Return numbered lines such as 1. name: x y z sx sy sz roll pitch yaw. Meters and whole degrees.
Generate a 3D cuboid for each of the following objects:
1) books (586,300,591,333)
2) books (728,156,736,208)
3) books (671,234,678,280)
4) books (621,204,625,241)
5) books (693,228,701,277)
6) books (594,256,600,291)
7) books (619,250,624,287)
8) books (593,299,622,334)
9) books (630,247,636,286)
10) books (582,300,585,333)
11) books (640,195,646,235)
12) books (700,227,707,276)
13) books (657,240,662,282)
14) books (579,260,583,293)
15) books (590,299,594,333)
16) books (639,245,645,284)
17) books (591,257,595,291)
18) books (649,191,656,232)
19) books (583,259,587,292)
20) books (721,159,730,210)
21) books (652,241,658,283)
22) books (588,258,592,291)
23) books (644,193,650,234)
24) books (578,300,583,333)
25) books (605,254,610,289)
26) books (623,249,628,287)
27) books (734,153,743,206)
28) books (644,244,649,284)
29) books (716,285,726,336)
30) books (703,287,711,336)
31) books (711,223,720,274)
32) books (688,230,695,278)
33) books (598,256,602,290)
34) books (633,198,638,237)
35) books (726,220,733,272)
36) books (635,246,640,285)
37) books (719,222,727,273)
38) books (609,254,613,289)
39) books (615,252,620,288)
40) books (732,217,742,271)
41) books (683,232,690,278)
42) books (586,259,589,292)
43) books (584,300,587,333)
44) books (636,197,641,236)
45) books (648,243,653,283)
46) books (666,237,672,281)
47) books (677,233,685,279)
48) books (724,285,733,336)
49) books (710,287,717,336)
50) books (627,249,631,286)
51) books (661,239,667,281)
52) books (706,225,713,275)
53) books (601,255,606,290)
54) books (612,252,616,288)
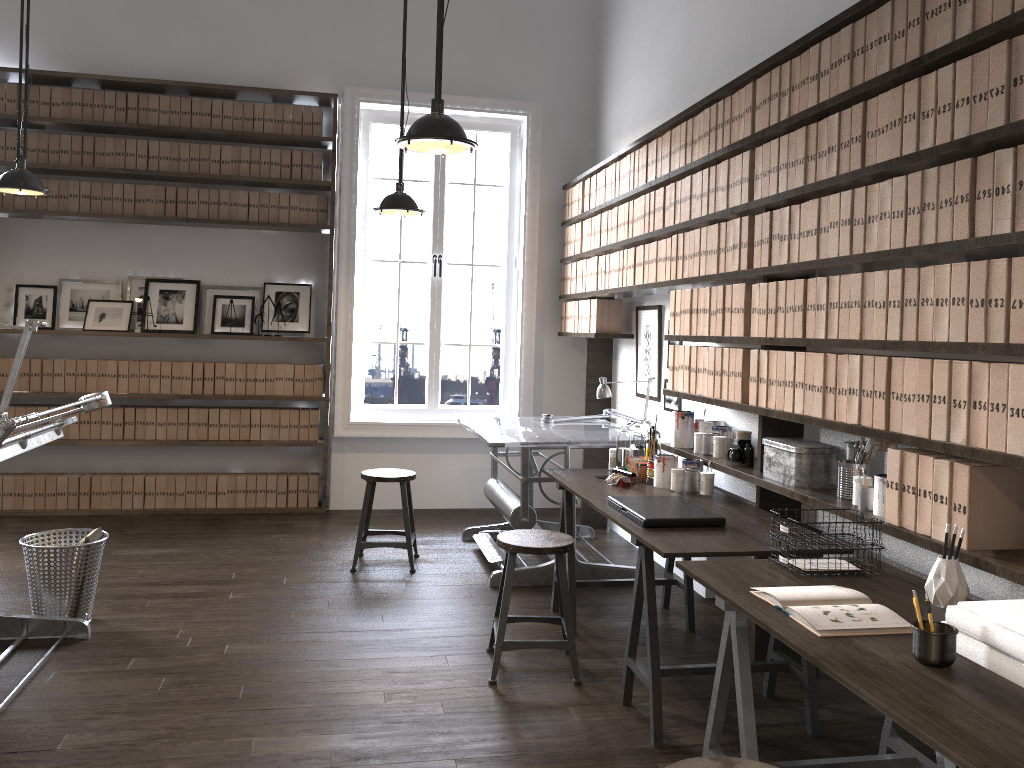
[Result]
1. books: 0.591 -0.447 5.905 0.174 0.226 0.067 1 1 -11
2. books: 1.026 -0.856 3.806 0.174 0.225 0.067 1 1 -11
3. books: 0.891 -0.628 4.427 0.174 0.225 0.067 1 1 -11
4. books: 0.739 -0.949 5.252 0.174 0.225 0.067 1 1 -11
5. books: 0.947 -0.610 4.150 0.174 0.226 0.067 1 1 -11
6. books: 0.626 -0.715 5.765 0.174 0.226 0.067 1 1 -11
7. books: 0.728 -0.675 5.250 0.174 0.226 0.067 1 1 -11
8. books: 0.623 -0.438 5.769 0.174 0.225 0.067 1 1 -11
9. books: 0.769 -0.662 5.051 0.174 0.226 0.067 1 1 -11
10. books: 0.569 -0.455 6.033 0.174 0.225 0.067 1 1 -11
11. books: 0.804 -0.927 4.903 0.174 0.225 0.067 1 1 -11
12. books: 0.963 -0.606 4.080 0.174 0.225 0.067 1 1 -11
13. books: 0.854 -0.635 4.637 0.174 0.225 0.067 1 1 -11
14. books: 0.558 -0.737 6.109 0.174 0.225 0.067 1 1 -11
15. books: 0.611 -0.443 5.838 0.174 0.225 0.067 1 1 -11
16. books: 0.798 -0.652 4.908 0.174 0.225 0.067 1 1 -11
17. books: 0.618 -0.719 5.828 0.174 0.225 0.067 1 1 -11
18. books: 0.835 -0.918 4.771 0.174 0.225 0.067 1 1 -11
19. books: 0.576 -0.733 6.038 0.174 0.225 0.067 1 1 -11
20. books: 1.009 -0.860 3.870 0.174 0.226 0.067 1 1 -11
21. books: 0.836 -0.639 4.702 0.174 0.226 0.067 1 1 -11
22. books: 0.605 -0.724 5.902 0.174 0.225 0.067 1 1 -11
23. books: 0.818 -0.922 4.832 0.174 0.226 0.067 1 1 -11
24. books: 0.553 -0.460 6.104 0.174 0.226 0.067 1 1 -11
25. books: 0.678 -0.693 5.530 0.174 0.225 0.067 1 1 -11
26. books: 0.744 -0.671 5.188 0.174 0.225 0.067 1 1 -11
27. books: 1.037 -0.852 3.744 0.174 0.225 0.067 1 1 -11
28. books: 0.815 -0.648 4.839 0.174 0.225 0.067 1 1 -11
29. books: 0.991 -0.316 3.885 0.174 0.226 0.067 1 1 -11
30. books: 0.964 -0.325 4.029 0.174 0.225 0.067 1 1 -11
31. books: 0.985 -0.597 3.952 0.174 0.226 0.067 1 1 -11
32. books: 0.937 -0.615 4.220 0.174 0.225 0.067 1 1 -11
33. books: 0.647 -0.702 5.678 0.174 0.225 0.067 1 1 -11
34. books: 0.784 -0.936 5.044 0.174 0.225 0.067 1 1 -11
35. books: 1.018 -0.589 3.817 0.174 0.225 0.067 1 1 -11
36. books: 0.788 -0.657 4.978 0.174 0.225 0.067 1 1 -11
37. books: 1.004 -0.593 3.887 0.174 0.225 0.067 1 1 -11
38. books: 0.693 -0.688 5.461 0.174 0.225 0.067 1 1 -11
39. books: 0.714 -0.679 5.320 0.174 0.225 0.067 1 1 -11
40. books: 1.027 -0.584 3.747 0.174 0.225 0.067 1 1 -11
41. books: 0.926 -0.619 4.289 0.174 0.225 0.067 1 1 -11
42. books: 0.593 -0.728 5.971 0.174 0.225 0.067 1 1 -11
43. books: 0.582 -0.451 5.971 0.174 0.225 0.067 1 1 -11
44. books: 0.794 -0.932 4.975 0.174 0.225 0.067 1 1 -11
45. books: 0.829 -0.643 4.769 0.174 0.225 0.067 1 1 -11
46. books: 0.877 -0.626 4.504 0.174 0.226 0.067 1 1 -11
47. books: 0.908 -0.624 4.356 0.174 0.225 0.067 1 1 -11
48. books: 1.011 -0.311 3.813 0.174 0.225 0.067 1 1 -11
49. books: 0.982 -0.321 3.960 0.174 0.225 0.067 1 1 -11
50. books: 0.760 -0.666 5.125 0.174 0.225 0.067 1 1 -11
51. books: 0.865 -0.631 4.575 0.174 0.225 0.067 1 1 -11
52. books: 0.977 -0.602 4.018 0.174 0.225 0.067 1 1 -11
53. books: 0.661 -0.697 5.598 0.174 0.226 0.067 1 1 -11
54. books: 0.703 -0.684 5.392 0.174 0.225 0.067 1 1 -11
